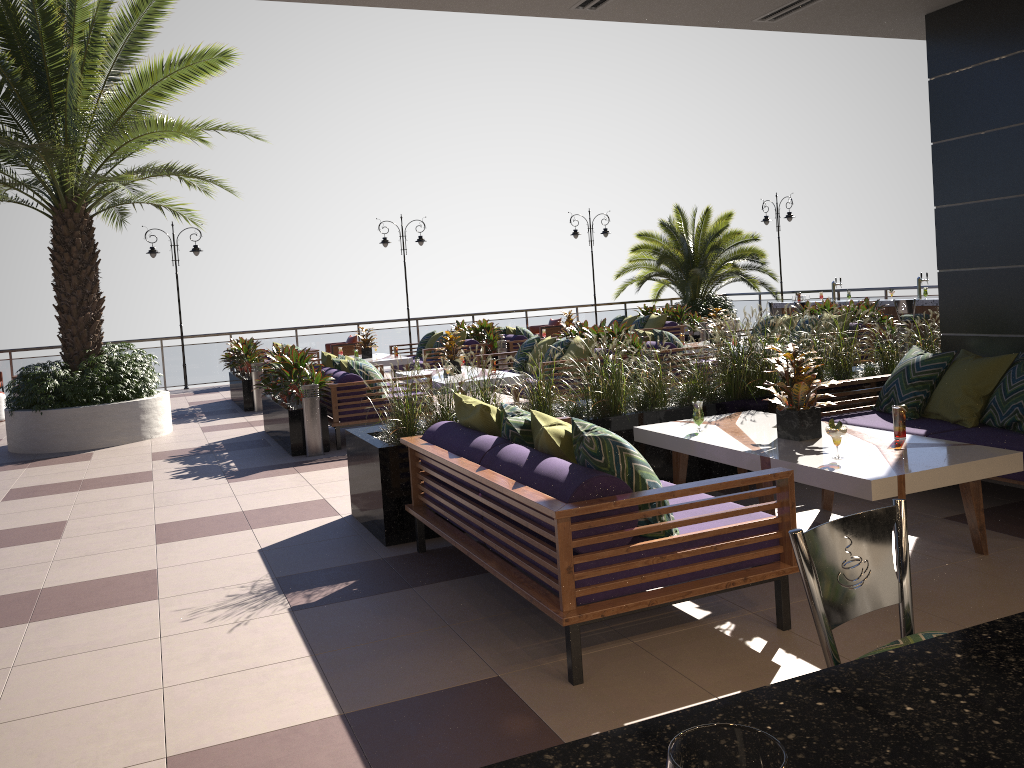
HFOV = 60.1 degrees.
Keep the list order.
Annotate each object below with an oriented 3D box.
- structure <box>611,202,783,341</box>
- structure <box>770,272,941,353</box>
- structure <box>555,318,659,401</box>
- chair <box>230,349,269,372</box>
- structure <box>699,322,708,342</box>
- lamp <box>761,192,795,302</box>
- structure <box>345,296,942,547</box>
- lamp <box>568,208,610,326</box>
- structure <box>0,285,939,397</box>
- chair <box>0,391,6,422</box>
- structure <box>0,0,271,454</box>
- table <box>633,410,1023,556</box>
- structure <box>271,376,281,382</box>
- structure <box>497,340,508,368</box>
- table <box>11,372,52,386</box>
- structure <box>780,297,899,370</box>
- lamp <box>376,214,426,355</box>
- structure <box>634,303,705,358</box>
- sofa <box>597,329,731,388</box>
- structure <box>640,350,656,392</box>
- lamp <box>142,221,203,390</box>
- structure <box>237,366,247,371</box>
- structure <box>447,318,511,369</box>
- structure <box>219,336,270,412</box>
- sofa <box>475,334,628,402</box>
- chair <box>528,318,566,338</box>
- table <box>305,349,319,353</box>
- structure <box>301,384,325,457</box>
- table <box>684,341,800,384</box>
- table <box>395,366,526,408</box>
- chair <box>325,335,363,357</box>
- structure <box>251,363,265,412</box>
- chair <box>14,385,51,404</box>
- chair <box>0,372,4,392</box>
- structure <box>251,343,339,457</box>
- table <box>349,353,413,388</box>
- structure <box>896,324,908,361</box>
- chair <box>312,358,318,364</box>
[{"bbox_3d":[4.240,-2.596,20.521,3.797,3.294,3.768,-1,5,35],"label":"structure"},{"bbox_3d":[6.380,-1.273,15.857,0.806,1.323,4.410,-5,6,-22],"label":"structure"},{"bbox_3d":[1.107,-0.254,11.286,0.702,1.169,2.425,-5,5,-20],"label":"structure"},{"bbox_3d":[-5.200,-0.396,17.570,0.715,0.814,0.716,-6,4,-22],"label":"chair"},{"bbox_3d":[3.441,-0.753,15.842,0.180,0.698,0.100,-5,3,-22],"label":"structure"},{"bbox_3d":[6.148,-2.719,20.274,0.264,3.318,1.123,-5,3,-22],"label":"lamp"},{"bbox_3d":[1.038,-0.454,2.865,24.764,3.113,7.833,-6,6,-22],"label":"structure"},{"bbox_3d":[1.938,-2.503,20.990,1.124,3.318,0.264,-5,3,-22],"label":"lamp"},{"bbox_3d":[-0.067,-0.434,13.360,17.529,1.055,12.945,-6,6,-22],"label":"structure"},{"bbox_3d":[-8.248,0.368,13.868,0.579,0.479,0.579,-6,5,-24],"label":"chair"},{"bbox_3d":[-5.470,-2.425,11.003,4.743,6.485,4.723,-4,4,-4],"label":"structure"},{"bbox_3d":[1.628,0.576,4.988,0.943,0.552,2.041,-6,6,-22],"label":"table"},{"bbox_3d":[-2.879,0.193,10.937,0.180,0.698,0.100,-5,3,-22],"label":"structure"},{"bbox_3d":[-0.145,-0.352,14.359,0.180,0.698,0.100,-5,3,-22],"label":"structure"},{"bbox_3d":[-8.634,0.102,16.150,0.741,0.588,0.757,-6,5,-22],"label":"table"},{"bbox_3d":[4.679,-0.655,12.766,0.738,1.168,2.256,-5,5,-21],"label":"structure"},{"bbox_3d":[-2.287,-2.030,19.243,1.124,3.318,0.264,-5,3,-22],"label":"lamp"},{"bbox_3d":[2.918,-0.966,16.925,0.738,1.168,2.256,-5,5,-21],"label":"structure"},{"bbox_3d":[1.792,-0.304,11.577,1.121,0.916,2.130,-6,6,-22],"label":"sofa"},{"bbox_3d":[1.575,-0.039,10.212,0.180,0.698,0.100,-5,3,-22],"label":"structure"},{"bbox_3d":[-6.566,-1.551,17.474,1.124,3.318,0.264,-5,3,-22],"label":"lamp"},{"bbox_3d":[-4.601,-0.121,15.091,0.180,0.698,0.100,-5,3,-22],"label":"structure"},{"bbox_3d":[-0.650,-0.569,15.475,0.716,1.168,2.252,-6,5,-25],"label":"structure"},{"bbox_3d":[-4.199,-0.169,13.983,0.738,1.168,2.256,-5,5,-21],"label":"structure"},{"bbox_3d":[0.415,-0.146,10.976,1.121,0.916,2.130,-6,6,-22],"label":"sofa"},{"bbox_3d":[0.845,-1.073,20.069,0.715,0.814,0.716,-6,4,-22],"label":"chair"},{"bbox_3d":[-4.321,-0.381,17.934,0.741,0.588,0.757,-6,5,-22],"label":"table"},{"bbox_3d":[-1.970,0.358,8.746,0.180,0.698,0.100,-5,3,-22],"label":"structure"},{"bbox_3d":[2.854,-0.239,12.009,0.943,0.552,2.041,-6,6,-22],"label":"table"},{"bbox_3d":[-0.651,0.153,10.560,0.943,0.552,2.041,-6,6,-22],"label":"table"},{"bbox_3d":[-3.438,-0.593,18.298,0.715,0.814,0.716,-6,4,-22],"label":"chair"},{"bbox_3d":[-3.690,0.045,12.894,0.180,0.698,0.100,-5,3,-22],"label":"structure"},{"bbox_3d":[-8.342,0.211,15.433,0.580,0.479,0.579,-6,5,-24],"label":"chair"},{"bbox_3d":[-9.513,0.087,15.786,0.715,0.814,0.716,-6,4,-22],"label":"chair"},{"bbox_3d":[-2.437,0.142,9.824,0.738,1.168,2.256,-5,5,-21],"label":"structure"},{"bbox_3d":[-2.362,-0.158,14.687,0.943,0.552,2.041,-6,6,-22],"label":"table"},{"bbox_3d":[5.161,-0.440,11.694,0.180,0.698,0.100,-5,3,-22],"label":"structure"},{"bbox_3d":[-4.029,-0.272,17.216,0.579,0.479,0.580,-5,5,-14],"label":"chair"}]
